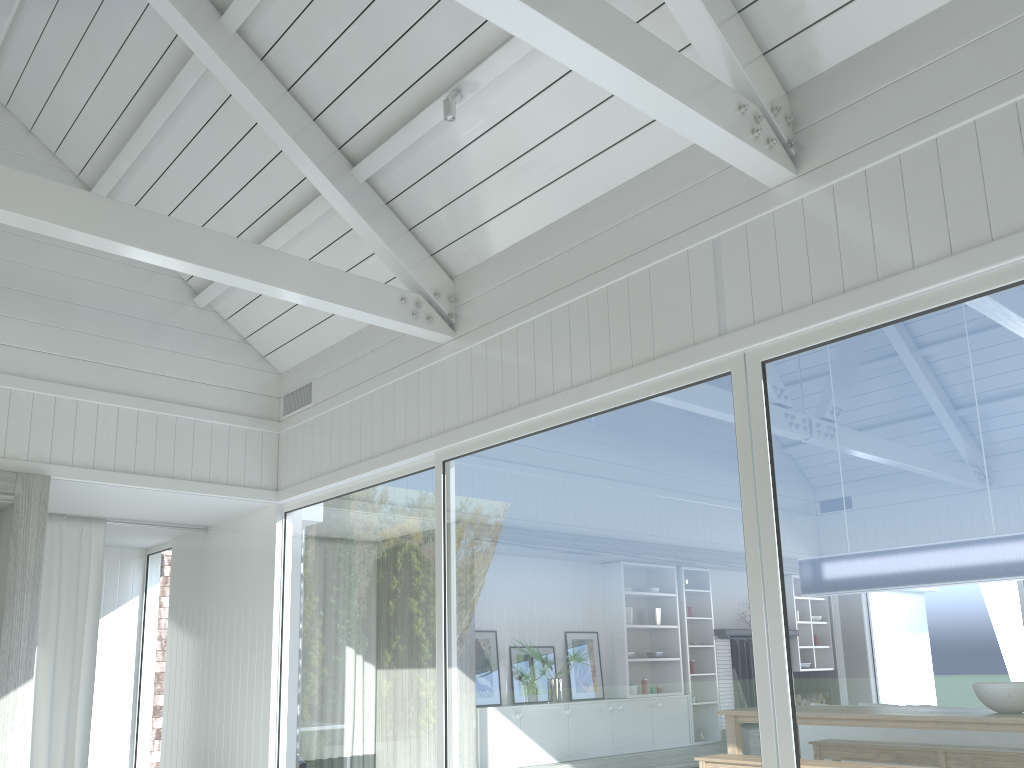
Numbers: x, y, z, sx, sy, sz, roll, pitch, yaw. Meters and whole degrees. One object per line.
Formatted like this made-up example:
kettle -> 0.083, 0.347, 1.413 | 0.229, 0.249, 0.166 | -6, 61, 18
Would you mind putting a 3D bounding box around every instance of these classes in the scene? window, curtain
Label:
window -> -3.494, 2.773, 8.646 | 0.038, 2.373, 0.959 | 9, -17, -40
window -> 1.779, 0.748, 2.733 | 0.081, 2.368, 11.089 | 9, -20, -40
curtain -> -3.709, 2.151, 6.771 | 1.015, 2.317, 0.118 | 10, -17, -40
